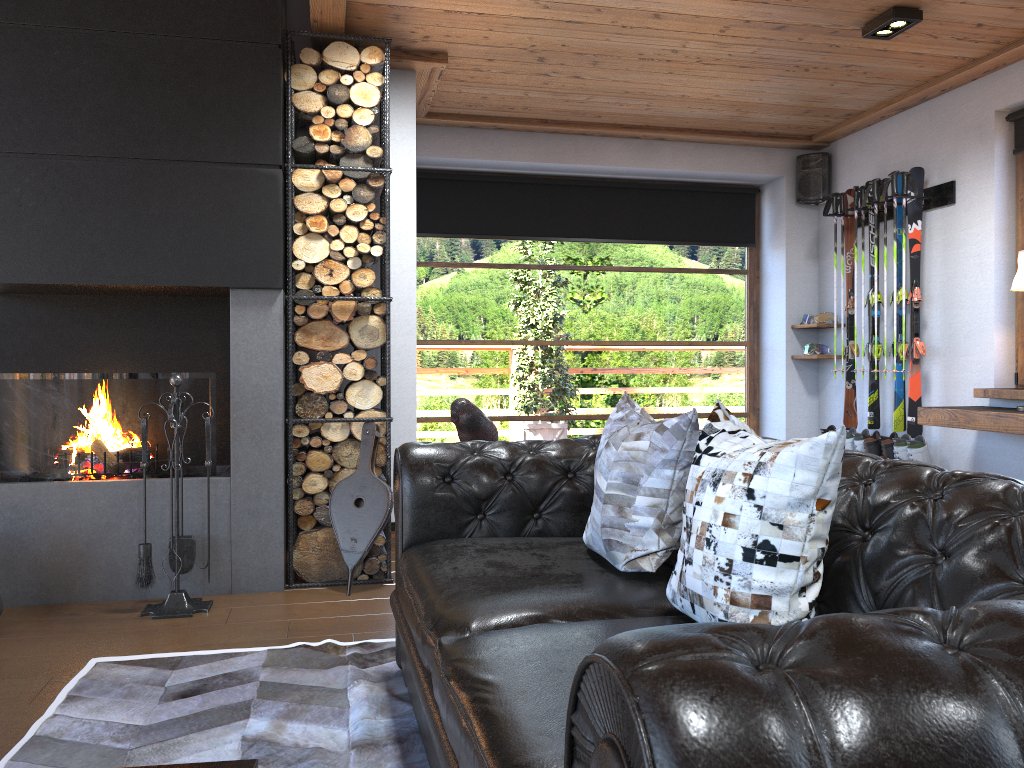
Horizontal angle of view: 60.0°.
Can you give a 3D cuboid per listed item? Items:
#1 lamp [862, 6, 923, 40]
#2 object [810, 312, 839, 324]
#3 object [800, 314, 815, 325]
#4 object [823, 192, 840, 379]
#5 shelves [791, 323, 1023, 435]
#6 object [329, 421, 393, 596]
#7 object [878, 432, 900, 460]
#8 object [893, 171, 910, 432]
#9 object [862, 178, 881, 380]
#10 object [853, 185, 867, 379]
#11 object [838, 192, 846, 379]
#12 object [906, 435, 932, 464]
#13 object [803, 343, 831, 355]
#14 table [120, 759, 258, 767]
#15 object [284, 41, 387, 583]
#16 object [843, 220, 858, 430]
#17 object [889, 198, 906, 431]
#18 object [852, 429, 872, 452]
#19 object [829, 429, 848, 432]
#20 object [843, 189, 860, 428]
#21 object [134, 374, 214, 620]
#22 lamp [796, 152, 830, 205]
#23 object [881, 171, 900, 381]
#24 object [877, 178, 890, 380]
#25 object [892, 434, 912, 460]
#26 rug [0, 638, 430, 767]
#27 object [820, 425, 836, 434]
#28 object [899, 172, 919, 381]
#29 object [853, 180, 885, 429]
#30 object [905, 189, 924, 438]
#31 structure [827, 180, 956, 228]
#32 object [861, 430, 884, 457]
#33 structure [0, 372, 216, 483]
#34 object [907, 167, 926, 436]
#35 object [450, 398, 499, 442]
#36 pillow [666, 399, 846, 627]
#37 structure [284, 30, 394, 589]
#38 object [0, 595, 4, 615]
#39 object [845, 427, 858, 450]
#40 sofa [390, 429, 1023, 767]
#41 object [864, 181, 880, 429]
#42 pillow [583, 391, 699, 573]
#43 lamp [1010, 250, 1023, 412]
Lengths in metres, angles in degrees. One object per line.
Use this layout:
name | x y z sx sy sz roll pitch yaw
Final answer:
lamp | 1.796 -1.712 4.194 0.156 0.068 0.260 0 1 -12
object | 2.235 -0.467 6.318 0.190 0.084 0.159 0 1 -14
object | 2.198 -0.471 6.492 0.160 0.084 0.188 0 1 -14
object | 2.142 -0.658 5.928 0.122 1.249 0.058 0 1 -31
shelves | 2.844 0.129 3.341 0.615 0.988 6.611 0 1 -11
object | -0.711 0.571 4.172 0.270 0.795 0.261 0 1 -29
object | 2.300 0.428 5.445 0.251 0.270 0.117 0 1 2
object | 2.430 -0.511 5.511 0.112 1.622 0.072 0 0 -13
object | 2.236 -0.650 5.523 0.119 1.249 0.059 0 1 34
object | 2.254 -0.655 5.753 0.059 1.249 0.120 0 1 -30
object | 2.206 -0.659 5.980 0.059 1.249 0.120 0 1 -30
object | 2.333 0.434 5.151 0.253 0.270 0.116 0 1 -18
object | 2.215 -0.251 6.414 0.186 0.084 0.355 0 1 24
table | -0.604 0.840 1.206 0.401 0.350 0.648 0 1 -7
object | -0.876 -0.347 4.453 0.496 2.611 0.464 0 0 -13
object | 2.277 -0.491 6.021 0.116 1.606 0.095 0 0 -13
object | 2.425 -0.513 5.586 0.112 1.622 0.072 0 0 -13
object | 2.232 0.423 5.698 0.252 0.270 0.116 0 1 -8
object | 2.167 0.418 5.932 0.252 0.270 0.116 0 1 -8
object | 2.286 -0.503 5.924 0.116 1.606 0.095 0 0 -13
object | -1.437 0.464 3.802 0.304 1.017 0.311 0 1 33
lamp | 2.198 -1.495 6.461 0.215 0.349 0.212 0 1 -13
object | 2.266 -0.645 5.314 0.119 1.249 0.060 0 1 45
object | 2.302 -0.650 5.525 0.059 1.249 0.120 0 1 -30
object | 2.307 0.432 5.274 0.253 0.270 0.116 0 1 -18
rug | 0.070 0.989 1.448 2.444 0.053 4.025 0 1 -12
object | 2.145 0.415 6.048 0.254 0.270 0.115 0 1 -23
object | 2.367 -0.645 5.280 0.119 1.249 0.060 0 1 39
object | 2.283 -0.515 5.714 0.256 1.622 0.103 0 0 -17
object | 2.414 -0.477 5.370 0.116 1.606 0.095 0 0 -13
structure | 2.340 -1.128 5.639 0.320 0.135 1.045 0 1 -12
object | 2.240 0.426 5.569 0.251 0.270 0.117 0 1 7
structure | -1.889 0.206 4.076 0.988 0.514 0.182 0 1 -13
object | 2.423 -0.490 5.273 0.116 1.606 0.095 0 0 -13
object | -0.141 0.212 3.511 0.148 0.319 0.250 0 1 29
pillow | 0.505 0.276 1.888 0.284 0.469 0.526 0 1 -9
structure | -0.868 -0.353 4.445 0.504 2.616 0.509 0 0 -13
object | -2.246 0.769 3.522 0.382 0.431 0.386 0 1 14
object | 2.193 0.420 5.813 0.252 0.270 0.116 0 1 -8
sofa | 0.417 0.583 2.071 1.246 0.838 2.552 0 1 -13
object | 2.350 -0.517 5.796 0.112 1.622 0.072 0 0 -13
pillow | 0.365 0.262 2.550 0.284 0.469 0.526 0 1 -9
lamp | 2.786 0.084 4.405 0.635 1.481 0.245 0 0 -10
